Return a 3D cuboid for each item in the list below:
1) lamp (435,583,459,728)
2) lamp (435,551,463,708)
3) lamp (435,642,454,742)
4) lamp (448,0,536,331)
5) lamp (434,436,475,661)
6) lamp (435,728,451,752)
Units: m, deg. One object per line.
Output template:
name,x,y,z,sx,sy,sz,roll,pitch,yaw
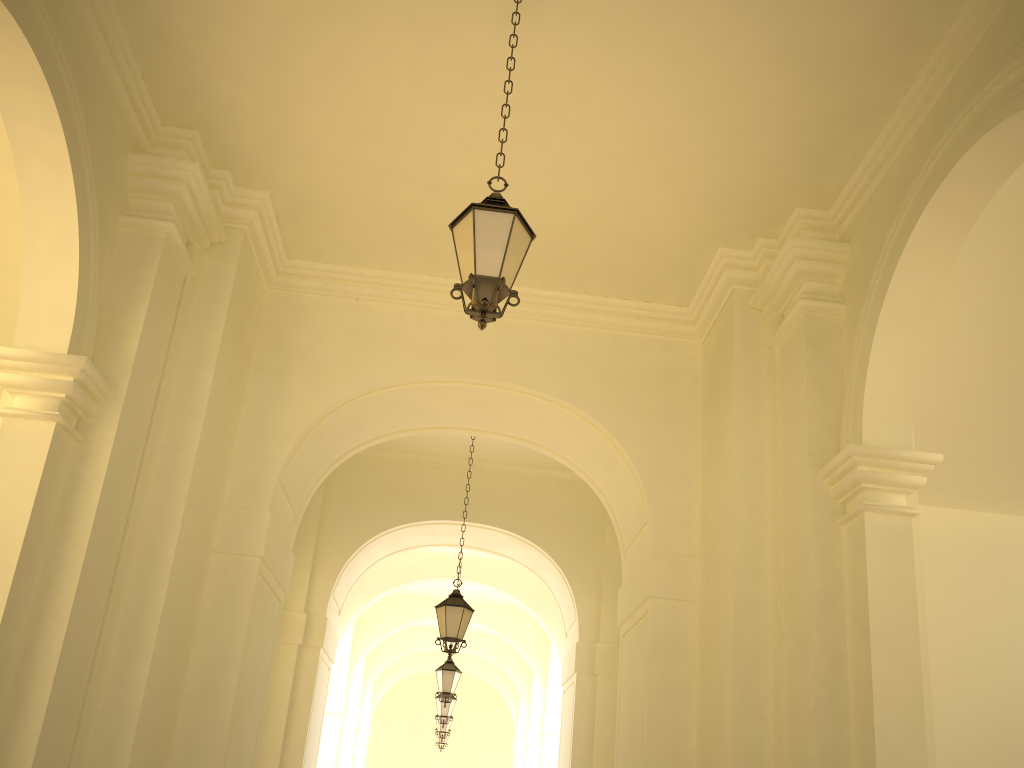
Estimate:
lamp,-1.372,6.064,19.679,0.510,3.147,0.464,6,-20,-3
lamp,-1.048,4.252,15.993,0.510,3.147,0.464,6,-20,-3
lamp,-1.691,7.843,23.298,0.510,3.147,0.464,6,-20,-3
lamp,-0.060,-1.438,5.235,0.444,2.440,0.534,-5,-22,25
lamp,-0.628,1.904,11.216,0.452,3.147,0.525,18,-23,-30
lamp,-2.007,9.611,26.895,0.510,3.147,0.464,6,-20,-3
